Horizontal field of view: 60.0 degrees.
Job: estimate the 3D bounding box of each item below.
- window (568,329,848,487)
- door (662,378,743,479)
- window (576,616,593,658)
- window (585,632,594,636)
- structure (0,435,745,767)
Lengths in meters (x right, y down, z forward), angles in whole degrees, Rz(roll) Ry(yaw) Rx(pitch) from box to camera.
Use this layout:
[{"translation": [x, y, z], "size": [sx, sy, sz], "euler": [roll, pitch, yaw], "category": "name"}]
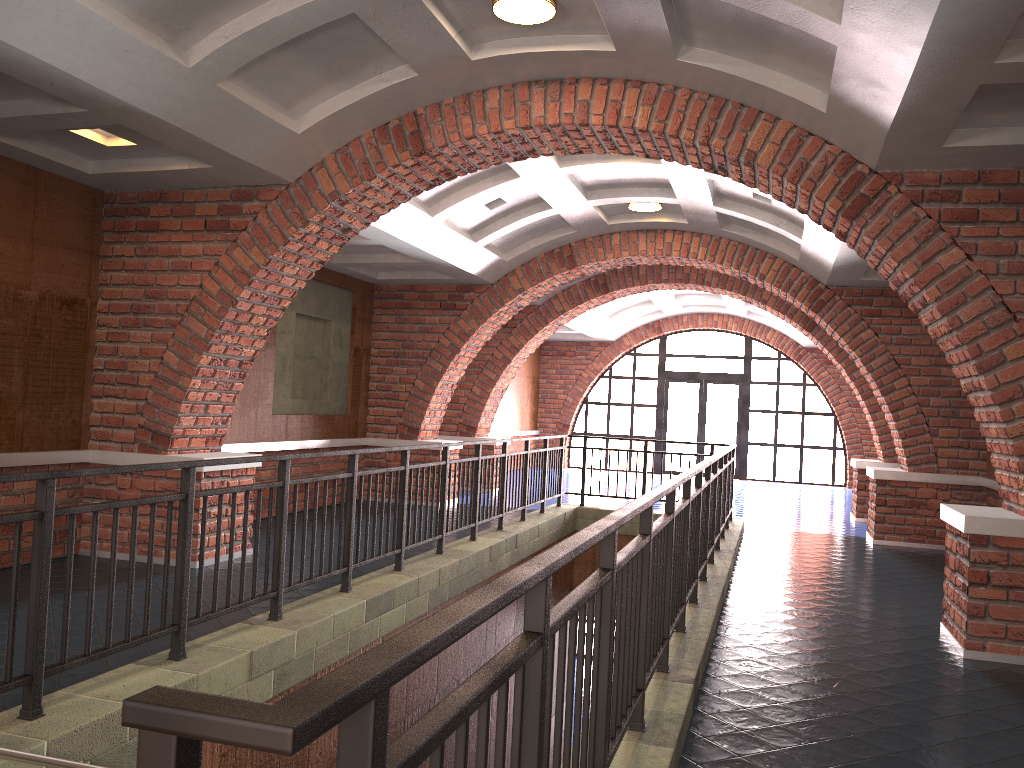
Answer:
[{"translation": [4.434, 0.447, 20.369], "size": [6.353, 3.471, 0.100], "euler": [2, -2, 17], "category": "window"}, {"translation": [4.357, 1.012, 20.374], "size": [1.754, 2.236, 0.040], "euler": [2, -2, 17], "category": "door"}, {"translation": [4.214, 4.838, 20.249], "size": [6.353, 3.471, 0.100], "euler": [2, -2, 17], "category": "window"}, {"translation": [4.788, 4.917, 22.185], "size": [6.353, 3.471, 0.100], "euler": [2, -2, 17], "category": "window"}, {"translation": [0.140, 3.341, 6.348], "size": [2.464, 5.665, 11.176], "euler": [2, -2, 17], "category": "structure"}]
